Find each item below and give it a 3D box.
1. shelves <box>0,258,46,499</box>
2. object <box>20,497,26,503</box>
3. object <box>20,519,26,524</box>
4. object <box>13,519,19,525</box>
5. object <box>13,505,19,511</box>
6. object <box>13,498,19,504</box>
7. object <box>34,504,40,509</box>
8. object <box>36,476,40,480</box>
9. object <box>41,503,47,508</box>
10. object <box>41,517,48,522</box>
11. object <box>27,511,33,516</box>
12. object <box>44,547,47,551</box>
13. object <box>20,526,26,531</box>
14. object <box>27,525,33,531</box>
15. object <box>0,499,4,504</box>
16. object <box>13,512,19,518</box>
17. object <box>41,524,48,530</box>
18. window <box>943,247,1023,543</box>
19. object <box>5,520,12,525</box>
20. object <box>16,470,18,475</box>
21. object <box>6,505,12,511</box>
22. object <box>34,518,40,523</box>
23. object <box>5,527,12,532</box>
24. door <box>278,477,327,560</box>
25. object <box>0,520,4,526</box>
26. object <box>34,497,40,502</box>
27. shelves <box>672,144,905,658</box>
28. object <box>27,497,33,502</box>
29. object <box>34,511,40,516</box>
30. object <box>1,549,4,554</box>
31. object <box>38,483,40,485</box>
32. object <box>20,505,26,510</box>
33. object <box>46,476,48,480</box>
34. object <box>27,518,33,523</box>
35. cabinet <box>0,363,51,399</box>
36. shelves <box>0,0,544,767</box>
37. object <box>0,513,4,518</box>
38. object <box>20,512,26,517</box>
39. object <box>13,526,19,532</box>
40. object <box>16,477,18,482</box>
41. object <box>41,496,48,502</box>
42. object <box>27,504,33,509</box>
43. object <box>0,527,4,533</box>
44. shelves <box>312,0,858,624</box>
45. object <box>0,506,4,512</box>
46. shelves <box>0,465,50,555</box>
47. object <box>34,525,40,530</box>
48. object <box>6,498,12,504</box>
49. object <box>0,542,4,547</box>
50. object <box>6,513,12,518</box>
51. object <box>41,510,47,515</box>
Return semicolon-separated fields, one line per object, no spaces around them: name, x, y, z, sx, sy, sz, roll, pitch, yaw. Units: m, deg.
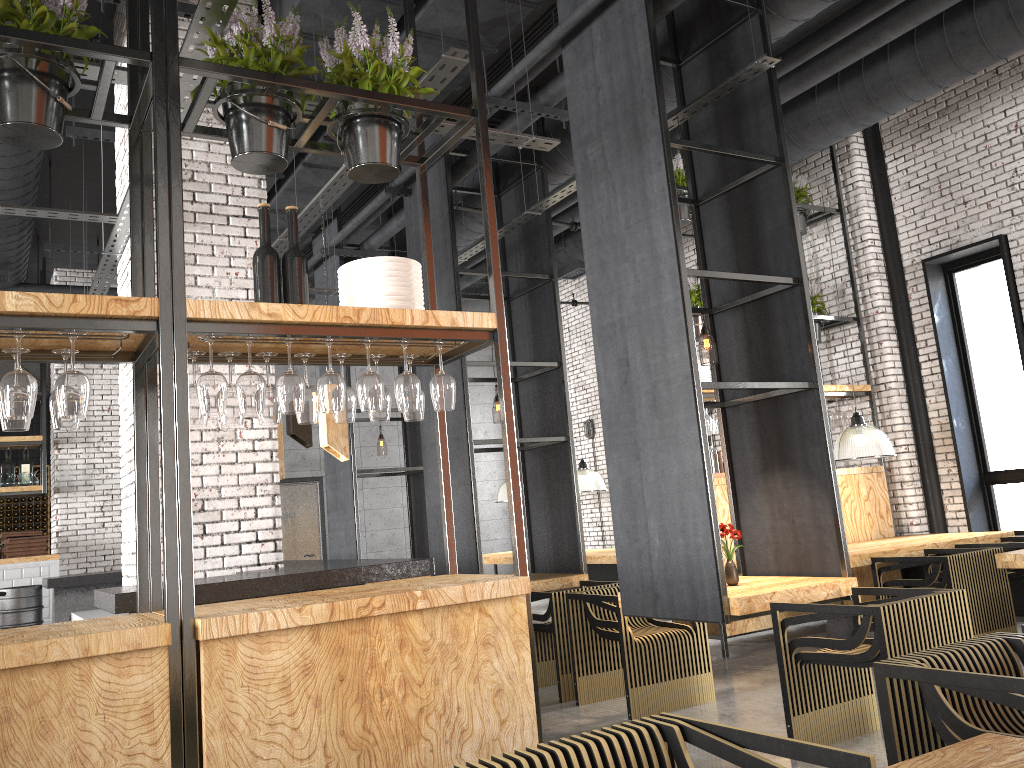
shelves;-8.341;-0.139;9.744;5.676;3.077;0.595;0;-11;-31
object;-7.336;1.742;13.306;0.079;0.079;0.283;0;-10;-31
object;-7.315;2.055;13.266;0.079;0.079;0.283;0;-10;-31
object;-7.379;2.049;13.189;0.079;0.079;0.283;0;-10;-31
object;-7.415;1.848;13.253;0.079;0.079;0.283;0;-10;-31
object;-7.407;1.739;13.242;0.079;0.079;0.283;0;-10;-31
object;-7.172;1.848;13.398;0.079;0.079;0.283;0;-10;-31
object;-7.197;1.429;13.448;0.079;0.079;0.283;0;-10;-31
object;-7.082;1.845;13.433;0.079;0.079;0.283;0;-10;-31
object;-7.064;2.052;13.397;0.079;0.079;0.283;0;-10;-31
object;-7.226;1.945;13.303;0.079;0.079;0.283;0;-10;-31
object;-7.026;2.466;13.326;0.079;0.080;0.280;0;-10;-31
object;-7.308;2.160;13.252;0.079;0.079;0.283;0;-10;-31
object;-7.217;2.156;13.284;0.079;0.079;0.283;0;-10;-31
object;-7.587;1.745;13.175;0.079;0.079;0.283;0;-10;-31
object;-7.386;1.945;13.203;0.079;0.079;0.283;0;-10;-31
object;-7.045;2.152;13.363;0.079;0.079;0.283;0;-10;-31
window;4.489;0.084;8.149;0.365;2.708;0.746;1;-11;-31
object;-7.458;2.049;13.137;0.079;0.079;0.283;0;-10;-31
object;-7.454;1.328;13.329;0.079;0.079;0.283;0;-10;-31
object;-7.499;1.849;13.209;0.079;0.079;0.283;0;-10;-31
object;-7.153;2.055;13.363;0.079;0.079;0.283;0;-10;-31
object;-7.460;2.156;13.139;0.079;0.079;0.283;0;-10;-31
door;-3.189;2.402;12.612;1.120;2.110;0.158;0;-11;-31
object;-7.559;2.056;13.122;0.079;0.079;0.283;0;-10;-31
object;-7.181;1.744;13.415;0.079;0.079;0.283;0;-10;-31
shelves;2.318;-0.222;8.382;2.332;5.036;0.687;0;-11;-31
object;-7.264;1.745;13.371;0.079;0.079;0.283;0;-10;-31
object;-7.154;1.949;13.367;0.079;0.079;0.283;0;-10;-31
object;-7.513;2.467;13.037;0.079;0.080;0.280;0;-10;-31
object;-7.192;1.534;13.438;0.079;0.079;0.283;0;-10;-31
object;-7.334;1.848;13.302;0.079;0.079;0.283;0;-10;-31
object;-7.108;1.427;13.484;0.079;0.079;0.283;0;-10;-31
object;-7.214;2.048;13.282;0.079;0.079;0.283;0;-10;-31
cabinet;-9.431;0.095;11.744;5.863;1.774;0.680;0;-11;-31
shelves;-1.782;-0.687;2.814;3.659;5.036;0.688;0;-11;-31
object;-7.551;1.946;13.110;0.079;0.079;0.283;0;-10;-31
object;-7.317;1.949;13.271;0.079;0.079;0.283;0;-10;-31
object;-7.379;2.156;13.187;0.079;0.079;0.283;0;-10;-31
object;-7.453;1.434;13.324;0.079;0.079;0.283;0;-10;-31
object;-7.087;1.740;13.443;0.079;0.079;0.283;0;-10;-31
object;-7.245;1.845;13.336;0.079;0.079;0.283;0;-10;-31
object;-7.537;2.155;13.084;0.079;0.079;0.283;0;-10;-31
shelves;-0.206;-0.423;7.613;1.003;4.381;6.128;1;-11;-31
object;-7.570;1.846;13.144;0.079;0.079;0.283;0;-10;-31
shelves;-7.399;2.313;13.217;0.889;2.155;0.250;0;-11;-31
object;-7.143;2.158;13.345;0.079;0.079;0.283;0;-10;-31
object;-7.498;1.742;13.210;0.079;0.079;0.283;0;-10;-31
object;-7.530;2.366;13.068;0.079;0.080;0.280;0;-10;-31
object;-7.479;1.949;13.175;0.079;0.079;0.283;0;-10;-31
object;-7.083;1.952;13.432;0.079;0.079;0.283;0;-10;-31
